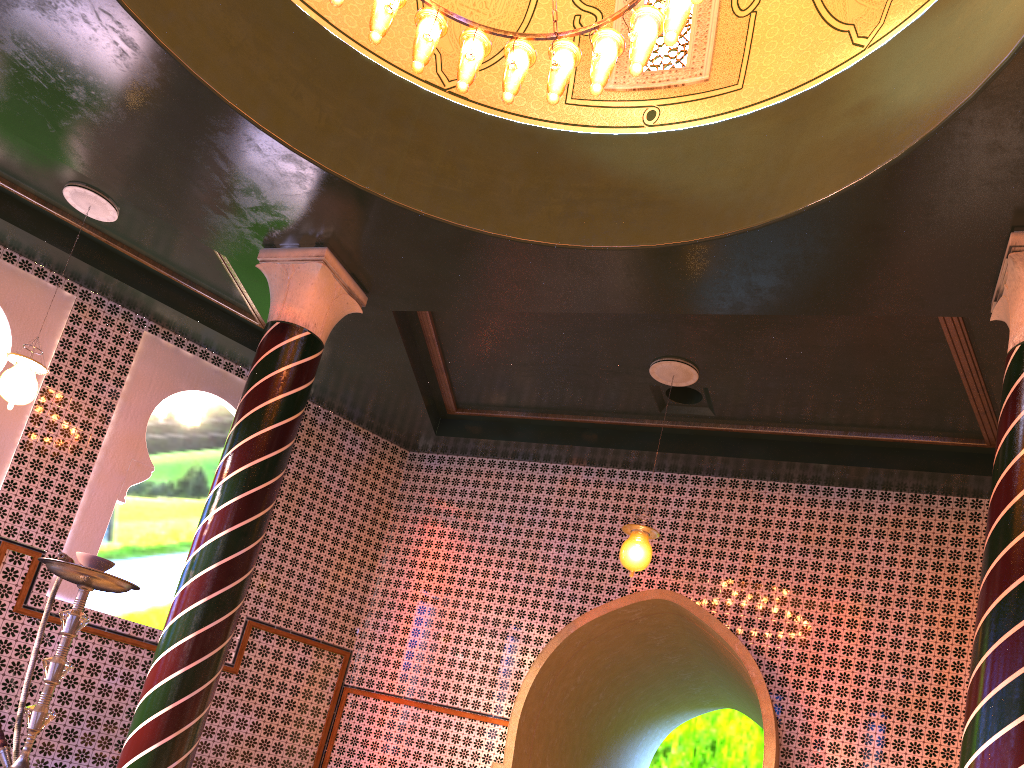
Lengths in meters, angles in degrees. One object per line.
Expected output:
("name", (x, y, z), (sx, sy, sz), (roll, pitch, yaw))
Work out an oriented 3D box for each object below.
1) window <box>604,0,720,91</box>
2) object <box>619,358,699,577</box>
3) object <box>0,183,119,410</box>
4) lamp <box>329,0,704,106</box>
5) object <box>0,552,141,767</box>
("window", (0.285, -4.499, 4.808), (5.724, 1.104, 5.917), (27, -27, -26))
("object", (1.454, 0.894, 8.887), (0.514, 2.198, 0.553), (11, -15, 13))
("object", (-4.466, -0.793, 8.370), (0.514, 2.198, 0.553), (11, -15, 13))
("lamp", (0.400, -4.378, 4.876), (2.450, 4.367, 2.642), (4, -19, 31))
("object", (-1.528, 1.120, 2.650), (0.461, 1.188, 0.319), (1, -19, 40))
